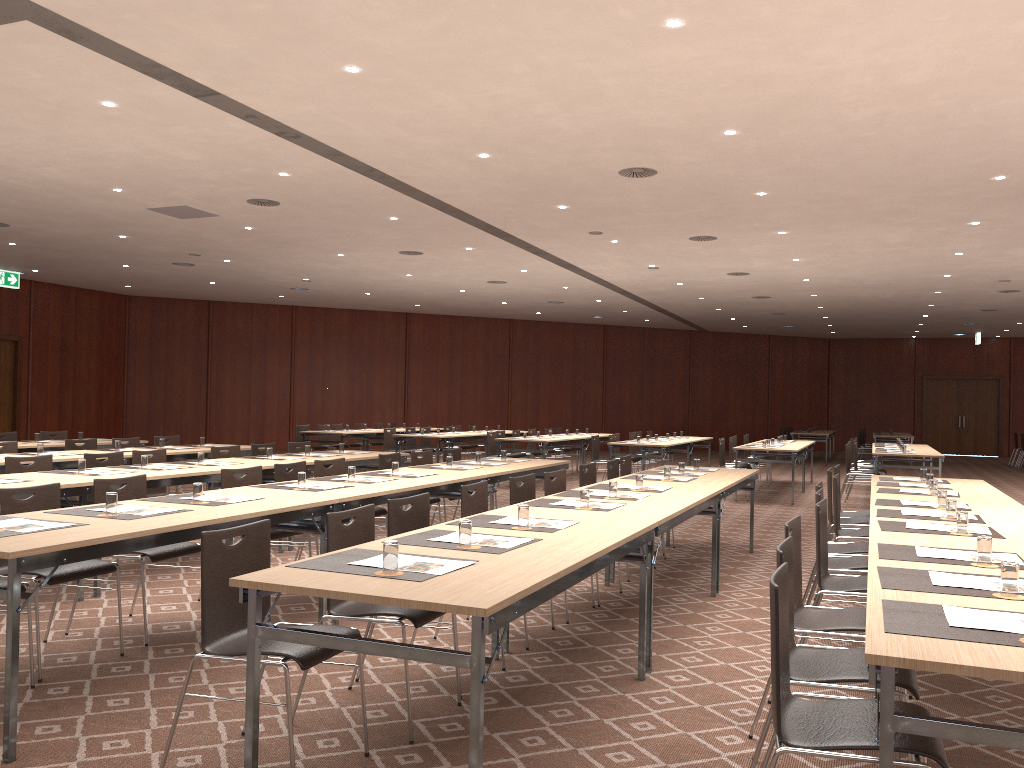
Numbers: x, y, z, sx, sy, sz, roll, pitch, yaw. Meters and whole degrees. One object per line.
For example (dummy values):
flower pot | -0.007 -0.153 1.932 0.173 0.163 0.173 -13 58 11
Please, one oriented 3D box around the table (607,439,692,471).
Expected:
table | 2.410 1.415 15.302 0.953 0.833 2.267 1 -1 22

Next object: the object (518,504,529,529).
object | 0.057 0.649 4.339 0.054 0.114 0.054 2 -1 -34

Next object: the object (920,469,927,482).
object | 3.617 0.801 7.792 0.054 0.114 0.054 1 -1 -12

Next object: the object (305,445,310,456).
object | -2.179 0.711 9.455 0.054 0.114 0.054 2 -1 -34

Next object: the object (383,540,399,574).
object | -0.430 0.612 3.142 0.054 0.114 0.054 1 -1 -12

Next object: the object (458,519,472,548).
object | -0.197 0.630 3.731 0.054 0.114 0.054 2 -1 -34

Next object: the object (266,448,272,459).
object | -2.418 0.693 8.838 0.054 0.114 0.054 2 -1 -34

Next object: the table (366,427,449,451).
table | -2.286 1.408 19.672 0.953 0.833 2.267 1 -1 22

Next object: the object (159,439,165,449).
object | -4.031 0.688 10.217 0.054 0.114 0.054 2 -1 -34

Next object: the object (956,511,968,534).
object | 2.277 0.700 4.484 0.054 0.114 0.054 1 -1 -12

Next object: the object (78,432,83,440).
object | -5.629 0.682 11.575 0.054 0.114 0.054 1 -1 -12

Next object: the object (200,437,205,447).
object | -3.777 0.706 10.817 0.054 0.114 0.054 1 -1 -12

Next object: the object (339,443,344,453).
object | -1.932 0.730 10.058 0.054 0.114 0.054 1 -1 -12

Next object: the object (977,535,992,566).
object | 1.910 0.673 3.585 0.054 0.114 0.054 2 -1 -34

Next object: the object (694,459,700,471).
object | 1.777 0.777 8.537 0.054 0.114 0.054 1 -1 -12

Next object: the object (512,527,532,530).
object | 0.048 0.706 4.338 0.102 0.001 0.102 1 -1 11

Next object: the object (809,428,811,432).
object | 8.020 1.247 23.874 0.054 0.114 0.054 1 -1 -12

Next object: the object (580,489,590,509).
object | 0.430 0.676 5.232 0.054 0.114 0.054 2 -1 -34

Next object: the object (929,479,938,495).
object | 3.128 0.764 6.578 0.054 0.114 0.054 1 -1 -12

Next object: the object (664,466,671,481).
object | 1.287 0.741 7.342 0.054 0.114 0.054 2 -1 -34

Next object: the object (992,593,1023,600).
object | 1.667 0.711 2.970 0.102 0.001 0.102 2 -1 -12

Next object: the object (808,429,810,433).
object | 7.794 1.229 23.273 0.054 0.114 0.054 1 -1 -12

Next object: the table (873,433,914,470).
table | 9.971 1.753 23.245 0.953 0.833 2.267 1 -1 22

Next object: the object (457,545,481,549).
object | -0.181 0.688 3.735 0.102 0.001 0.102 1 -1 11

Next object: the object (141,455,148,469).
object | -3.044 0.647 7.345 0.054 0.114 0.054 2 -1 -34

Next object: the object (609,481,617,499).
object | 0.666 0.695 5.837 0.054 0.114 0.054 2 -1 -34

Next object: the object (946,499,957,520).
object | 2.516 0.718 5.079 0.054 0.114 0.054 1 -1 -12

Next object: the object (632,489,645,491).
object | 0.911 0.770 6.434 0.102 0.001 0.102 1 -1 11

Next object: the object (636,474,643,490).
object | 0.927 0.713 6.444 0.054 0.114 0.054 2 -1 -34

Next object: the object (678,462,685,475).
object | 1.518 0.759 7.934 0.054 0.114 0.054 2 -1 -34

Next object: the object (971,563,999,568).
object | 1.902 0.729 3.567 0.102 0.001 0.102 2 -1 -12

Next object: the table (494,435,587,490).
table | 0.559 1.392 16.058 0.953 0.833 2.267 1 -1 22

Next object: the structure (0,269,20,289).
structure | -10.641 -2.211 18.623 0.105 0.346 0.587 1 -1 22

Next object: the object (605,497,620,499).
object | 0.655 0.752 5.829 0.102 0.001 0.102 1 -1 11

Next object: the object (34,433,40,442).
object | -5.878 0.664 10.975 0.054 0.114 0.054 2 -1 -34

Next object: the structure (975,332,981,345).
structure | 14.841 -1.447 28.242 0.105 0.346 0.587 1 -1 22

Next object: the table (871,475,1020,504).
table | 3.469 1.265 7.313 0.953 0.833 2.267 1 -1 22

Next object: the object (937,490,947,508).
object | 2.759 0.737 5.687 0.054 0.114 0.054 1 -1 -12

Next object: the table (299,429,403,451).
table | -3.144 1.344 17.571 0.953 0.833 2.267 1 -1 22

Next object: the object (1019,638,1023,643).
object | 1.417 0.693 2.374 0.102 0.001 0.102 2 -1 -12

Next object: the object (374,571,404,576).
object | -0.435 0.669 3.133 0.102 0.001 0.102 0 -1 33

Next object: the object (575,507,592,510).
object | 0.423 0.733 5.220 0.102 0.001 0.102 1 -1 11

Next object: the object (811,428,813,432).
object | 8.270 1.265 24.478 0.054 0.114 0.054 1 -1 -12

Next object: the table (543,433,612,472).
table | 1.416 1.456 18.160 0.953 0.833 2.267 1 -1 22

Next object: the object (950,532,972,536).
object | 2.268 0.757 4.475 0.102 0.001 0.102 2 -1 -12

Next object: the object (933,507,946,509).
object | 2.751 0.794 5.671 0.102 0.001 0.102 2 -1 -12

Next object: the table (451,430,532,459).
table | -0.435 1.432 18.916 0.953 0.833 2.267 1 -1 22

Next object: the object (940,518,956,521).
object | 2.513 0.776 5.086 0.102 0.001 0.102 2 -1 -12

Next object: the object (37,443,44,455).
object | -4.634 0.642 8.711 0.054 0.114 0.054 2 -1 -34

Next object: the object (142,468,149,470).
object | -3.038 0.704 7.348 0.102 0.001 0.102 1 -1 11

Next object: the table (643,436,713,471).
table | 3.268 1.480 17.404 0.953 0.833 2.267 1 -1 22

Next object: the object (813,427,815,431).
object | 8.650 1.293 25.373 0.054 0.114 0.054 2 -1 -34

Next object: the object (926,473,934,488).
object | 3.385 0.783 7.184 0.054 0.114 0.054 1 -1 -12

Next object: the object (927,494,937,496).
object | 3.130 0.821 6.565 0.102 0.001 0.102 2 -1 -12

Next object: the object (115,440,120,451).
object | -4.272 0.669 9.602 0.054 0.114 0.054 2 -1 -34

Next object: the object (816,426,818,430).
object | 9.131 1.330 26.582 0.054 0.114 0.054 2 -1 -34

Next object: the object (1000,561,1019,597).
object | 1.672 0.654 2.979 0.054 0.114 0.054 2 -1 -34

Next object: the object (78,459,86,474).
object | -3.276 0.629 6.756 0.054 0.114 0.054 2 -1 -34
